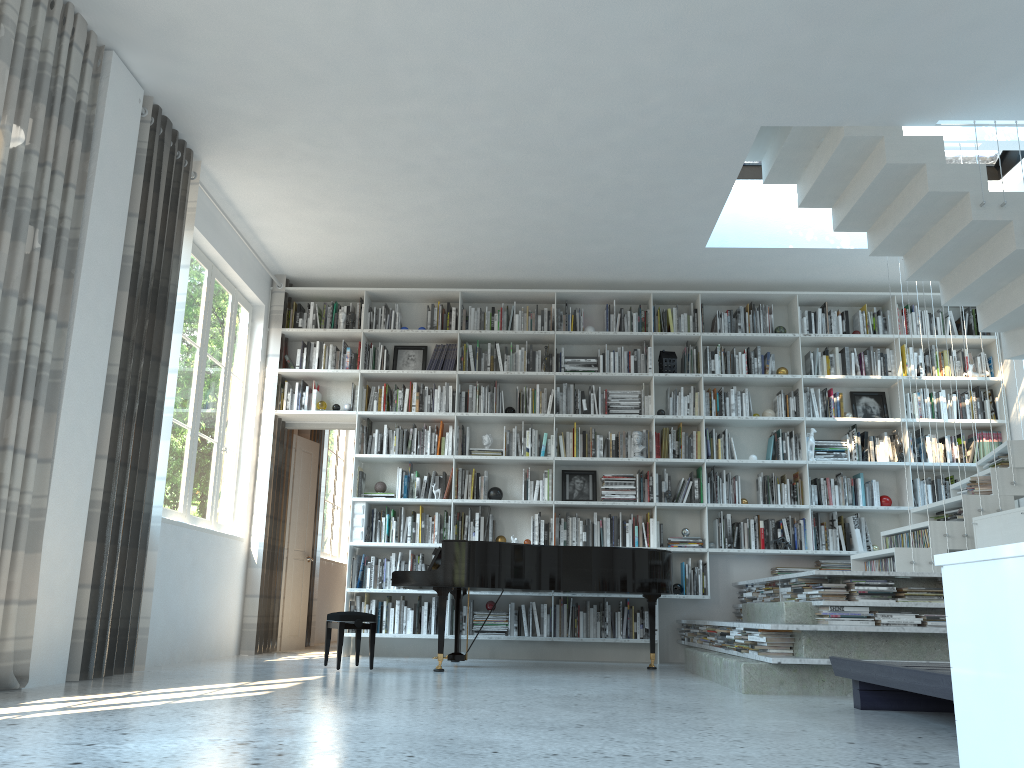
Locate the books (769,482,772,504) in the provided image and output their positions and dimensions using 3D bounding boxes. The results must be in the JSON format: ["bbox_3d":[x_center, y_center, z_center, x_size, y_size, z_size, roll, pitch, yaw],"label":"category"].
[{"bbox_3d":[2.174,0.945,7.516,0.031,0.208,0.122,1,-14,2],"label":"books"}]

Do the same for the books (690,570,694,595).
[{"bbox_3d":[1.466,1.629,7.261,0.013,0.202,0.139,1,-14,2],"label":"books"}]

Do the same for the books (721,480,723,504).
[{"bbox_3d":[1.759,0.928,7.503,0.013,0.217,0.161,1,-14,2],"label":"books"}]

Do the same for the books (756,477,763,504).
[{"bbox_3d":[2.094,0.918,7.506,0.019,0.251,0.130,1,-14,2],"label":"books"}]

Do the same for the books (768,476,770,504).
[{"bbox_3d":[2.154,0.915,7.504,0.008,0.258,0.159,1,-14,2],"label":"books"}]

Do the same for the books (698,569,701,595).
[{"bbox_3d":[1.515,1.619,7.236,0.011,0.211,0.179,1,-14,2],"label":"books"}]

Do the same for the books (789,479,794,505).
[{"bbox_3d":[2.347,0.931,7.495,0.021,0.231,0.155,1,-14,2],"label":"books"}]

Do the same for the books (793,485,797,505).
[{"bbox_3d":[2.364,0.949,7.463,0.016,0.180,0.190,1,-14,2],"label":"books"}]

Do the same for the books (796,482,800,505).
[{"bbox_3d":[2.395,0.943,7.482,0.013,0.203,0.159,1,-14,2],"label":"books"}]

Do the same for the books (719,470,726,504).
[{"bbox_3d":[1.786,0.889,7.506,0.014,0.296,0.175,1,-14,2],"label":"books"}]

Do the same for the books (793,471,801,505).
[{"bbox_3d":[2.406,0.897,7.486,0.007,0.294,0.162,1,-14,2],"label":"books"}]

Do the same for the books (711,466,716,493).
[{"bbox_3d":[1.715,0.873,7.539,0.007,0.341,0.150,1,-14,2],"label":"books"}]

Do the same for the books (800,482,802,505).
[{"bbox_3d":[2.419,0.930,7.505,0.019,0.240,0.134,1,-14,2],"label":"books"}]

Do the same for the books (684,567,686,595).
[{"bbox_3d":[1.407,1.615,7.266,0.012,0.228,0.130,1,-14,2],"label":"books"}]

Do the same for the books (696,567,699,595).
[{"bbox_3d":[1.505,1.616,7.254,0.012,0.225,0.149,1,-14,2],"label":"books"}]

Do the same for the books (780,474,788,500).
[{"bbox_3d":[2.300,0.907,7.490,0.006,0.273,0.173,1,-14,2],"label":"books"}]

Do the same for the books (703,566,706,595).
[{"bbox_3d":[1.564,1.613,7.251,0.013,0.232,0.149,1,-14,2],"label":"books"}]

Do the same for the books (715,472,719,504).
[{"bbox_3d":[1.726,0.895,7.508,0.005,0.283,0.159,1,-14,2],"label":"books"}]

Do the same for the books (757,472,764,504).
[{"bbox_3d":[2.112,0.903,7.523,0.016,0.289,0.132,1,-14,2],"label":"books"}]

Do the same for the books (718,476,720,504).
[{"bbox_3d":[1.735,0.913,7.506,0.013,0.248,0.165,1,-14,2],"label":"books"}]

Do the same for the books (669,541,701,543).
[{"bbox_3d":[1.436,1.321,7.370,0.254,0.012,0.161,-1,-15,7],"label":"books"}]

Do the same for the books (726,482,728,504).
[{"bbox_3d":[1.805,0.939,7.510,0.013,0.202,0.167,1,-14,2],"label":"books"}]

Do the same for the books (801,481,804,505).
[{"bbox_3d":[2.439,0.938,7.498,0.009,0.223,0.146,1,-14,2],"label":"books"}]

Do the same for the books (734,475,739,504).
[{"bbox_3d":[1.898,0.911,7.510,0.014,0.260,0.142,1,-14,2],"label":"books"}]

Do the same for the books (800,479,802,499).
[{"bbox_3d":[2.432,0.934,7.508,0.007,0.235,0.132,1,-14,2],"label":"books"}]

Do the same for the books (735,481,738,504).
[{"bbox_3d":[1.883,0.936,7.500,0.014,0.207,0.181,1,-14,2],"label":"books"}]

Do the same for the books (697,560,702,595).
[{"bbox_3d":[1.533,1.585,7.251,0.021,0.284,0.173,1,-14,2],"label":"books"}]

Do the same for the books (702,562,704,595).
[{"bbox_3d":[1.551,1.598,7.269,0.015,0.270,0.158,1,-14,2],"label":"books"}]

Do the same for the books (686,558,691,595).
[{"bbox_3d":[1.445,1.582,7.274,0.032,0.299,0.149,1,-14,2],"label":"books"}]

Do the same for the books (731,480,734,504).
[{"bbox_3d":[1.857,0.931,7.515,0.008,0.222,0.134,1,-14,2],"label":"books"}]

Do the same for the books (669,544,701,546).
[{"bbox_3d":[1.435,1.344,7.362,0.254,0.012,0.161,-1,-15,8],"label":"books"}]

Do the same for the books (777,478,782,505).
[{"bbox_3d":[2.248,0.926,7.508,0.030,0.243,0.136,1,-14,2],"label":"books"}]

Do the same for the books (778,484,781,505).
[{"bbox_3d":[2.228,0.948,7.472,0.018,0.182,0.182,1,-14,2],"label":"books"}]

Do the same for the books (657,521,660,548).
[{"bbox_3d":[1.217,1.275,7.449,0.027,0.228,0.141,1,-14,2],"label":"books"}]

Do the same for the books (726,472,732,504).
[{"bbox_3d":[1.838,0.901,7.523,0.006,0.284,0.160,1,-14,2],"label":"books"}]

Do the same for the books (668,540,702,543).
[{"bbox_3d":[1.435,1.306,7.362,0.254,0.012,0.161,1,-14,2],"label":"books"}]

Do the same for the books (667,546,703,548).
[{"bbox_3d":[1.435,1.356,7.362,0.285,0.012,0.160,-1,-15,7],"label":"books"}]

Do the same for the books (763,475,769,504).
[{"bbox_3d":[2.143,0.913,7.505,0.015,0.261,0.150,1,-14,2],"label":"books"}]

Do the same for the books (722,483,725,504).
[{"bbox_3d":[1.771,0.943,7.494,0.013,0.186,0.184,1,-14,2],"label":"books"}]

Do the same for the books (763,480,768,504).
[{"bbox_3d":[2.126,0.932,7.486,0.016,0.215,0.178,1,-14,2],"label":"books"}]

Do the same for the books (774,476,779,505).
[{"bbox_3d":[2.211,0.915,7.482,0.018,0.250,0.184,1,-14,2],"label":"books"}]

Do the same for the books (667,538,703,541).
[{"bbox_3d":[1.436,1.297,7.374,0.285,0.012,0.160,0,-15,6],"label":"books"}]

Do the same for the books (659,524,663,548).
[{"bbox_3d":[1.245,1.285,7.448,0.030,0.210,0.137,1,-14,2],"label":"books"}]

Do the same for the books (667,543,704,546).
[{"bbox_3d":[1.435,1.331,7.363,0.285,0.012,0.160,0,-14,5],"label":"books"}]

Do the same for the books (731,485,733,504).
[{"bbox_3d":[1.847,0.952,7.509,0.013,0.178,0.141,1,-14,2],"label":"books"}]

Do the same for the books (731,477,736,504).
[{"bbox_3d":[1.868,0.921,7.507,0.015,0.237,0.177,1,-14,2],"label":"books"}]

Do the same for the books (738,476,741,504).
[{"bbox_3d":[1.911,0.916,7.510,0.013,0.250,0.173,1,-14,2],"label":"books"}]

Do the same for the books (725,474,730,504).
[{"bbox_3d":[1.818,0.905,7.506,0.012,0.266,0.183,1,-14,2],"label":"books"}]

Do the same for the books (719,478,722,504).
[{"bbox_3d":[1.747,0.921,7.492,0.011,0.225,0.188,1,-14,2],"label":"books"}]

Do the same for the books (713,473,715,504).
[{"bbox_3d":[1.695,0.898,7.516,0.006,0.280,0.155,1,-14,2],"label":"books"}]

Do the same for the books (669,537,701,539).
[{"bbox_3d":[1.436,1.283,7.370,0.254,0.012,0.161,-2,-15,11],"label":"books"}]

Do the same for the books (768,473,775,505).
[{"bbox_3d":[2.199,0.904,7.511,0.007,0.284,0.160,1,-14,2],"label":"books"}]

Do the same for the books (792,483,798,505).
[{"bbox_3d":[2.381,0.944,7.492,0.016,0.204,0.142,1,-14,2],"label":"books"}]

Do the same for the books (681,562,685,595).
[{"bbox_3d":[1.399,1.596,7.261,0.005,0.263,0.163,1,-14,2],"label":"books"}]

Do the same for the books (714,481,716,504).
[{"bbox_3d":[1.703,0.937,7.513,0.013,0.204,0.154,1,-14,2],"label":"books"}]

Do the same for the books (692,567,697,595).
[{"bbox_3d":[1.485,1.612,7.239,0.026,0.224,0.175,1,-14,2],"label":"books"}]

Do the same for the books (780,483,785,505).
[{"bbox_3d":[2.270,0.945,7.483,0.015,0.194,0.176,1,-14,2],"label":"books"}]

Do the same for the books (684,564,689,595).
[{"bbox_3d":[1.420,1.603,7.250,0.014,0.245,0.176,1,-14,2],"label":"books"}]

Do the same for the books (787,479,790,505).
[{"bbox_3d":[2.311,0.928,7.484,0.018,0.229,0.182,1,-14,2],"label":"books"}]

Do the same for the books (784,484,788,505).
[{"bbox_3d":[2.286,0.950,7.476,0.019,0.182,0.191,1,-14,2],"label":"books"}]
